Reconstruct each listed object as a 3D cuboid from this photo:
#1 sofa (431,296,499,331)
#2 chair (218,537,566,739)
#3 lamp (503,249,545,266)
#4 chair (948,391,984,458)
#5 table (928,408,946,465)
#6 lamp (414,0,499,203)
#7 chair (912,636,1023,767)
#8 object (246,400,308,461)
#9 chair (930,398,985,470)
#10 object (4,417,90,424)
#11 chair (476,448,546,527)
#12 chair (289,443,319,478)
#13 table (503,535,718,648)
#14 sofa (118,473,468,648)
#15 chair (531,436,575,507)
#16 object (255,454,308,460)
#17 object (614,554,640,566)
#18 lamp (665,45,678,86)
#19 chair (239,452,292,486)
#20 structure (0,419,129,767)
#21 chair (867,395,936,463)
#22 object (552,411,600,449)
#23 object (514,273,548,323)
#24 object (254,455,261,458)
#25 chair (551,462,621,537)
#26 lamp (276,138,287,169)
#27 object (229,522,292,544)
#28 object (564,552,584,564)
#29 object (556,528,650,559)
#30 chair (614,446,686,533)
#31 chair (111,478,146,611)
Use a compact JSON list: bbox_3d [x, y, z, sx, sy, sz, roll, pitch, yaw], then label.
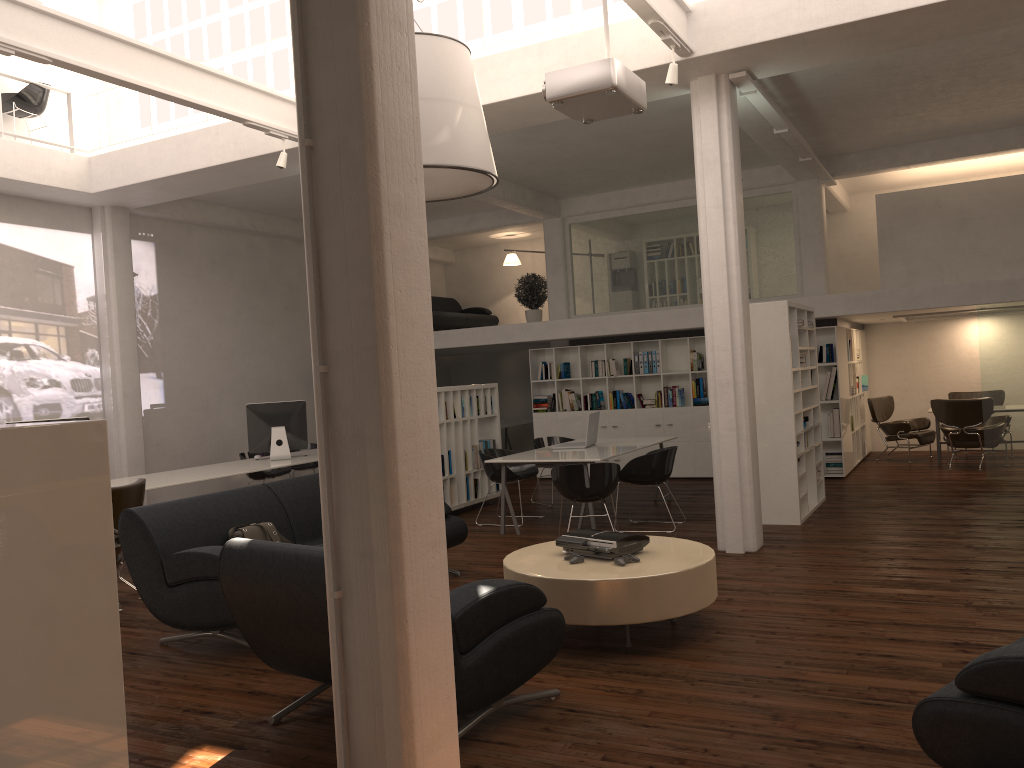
[{"bbox_3d":[-1.674,-1.603,20.892,1.467,1.119,3.087,-3,0,28],"label":"sofa"},{"bbox_3d":[-0.684,1.419,5.301,1.454,1.130,1.481,-3,1,39],"label":"chair"},{"bbox_3d":[0.868,-2.992,20.250,2.635,0.513,0.447,-3,1,37],"label":"lamp"},{"bbox_3d":[8.699,0.730,16.485,0.994,1.183,0.991,-3,0,23],"label":"chair"},{"bbox_3d":[9.234,0.834,15.009,3.900,0.947,1.040,-3,0,28],"label":"table"},{"bbox_3d":[-0.930,-3.806,7.487,1.386,4.284,1.386,-3,1,42],"label":"lamp"},{"bbox_3d":[2.665,1.225,3.593,1.454,1.130,1.481,-4,1,-41],"label":"chair"},{"bbox_3d":[-3.578,0.717,13.547,0.886,0.888,0.347,-4,0,-17],"label":"object"},{"bbox_3d":[7.672,0.804,14.861,0.994,1.183,0.991,-3,1,43],"label":"chair"},{"bbox_3d":[-5.237,0.844,10.049,0.886,0.888,0.347,-4,1,-42],"label":"object"},{"bbox_3d":[-0.053,1.395,12.207,0.757,1.004,0.795,-3,0,28],"label":"chair"},{"bbox_3d":[-3.743,1.594,16.015,0.795,1.004,0.757,-4,0,-17],"label":"chair"},{"bbox_3d":[0.755,1.601,6.845,1.616,0.570,1.616,-3,0,21],"label":"table"},{"bbox_3d":[-1.805,1.473,8.154,1.467,1.119,3.087,-3,0,28],"label":"sofa"},{"bbox_3d":[0.722,1.336,13.780,0.795,1.004,0.757,-4,0,-27],"label":"chair"},{"bbox_3d":[-3.629,1.145,13.953,0.804,0.032,0.217,-4,0,-17],"label":"object"},{"bbox_3d":[0.798,1.264,6.527,0.193,0.099,0.231,-4,1,-39],"label":"object"},{"bbox_3d":[1.488,-2.963,8.273,0.136,0.357,0.117,-3,0,34],"label":"lamp"},{"bbox_3d":[-4.117,1.626,14.748,0.757,1.004,0.795,-3,0,28],"label":"chair"},{"bbox_3d":[-3.984,1.253,2.045,3.131,1.914,4.752,-3,0,28],"label":"structure"},{"bbox_3d":[7.268,0.817,16.577,0.994,1.183,0.991,-4,1,-42],"label":"chair"},{"bbox_3d":[0.917,0.651,12.569,0.557,0.470,0.702,-3,0,18],"label":"object"},{"bbox_3d":[0.441,-1.728,18.221,0.793,1.127,0.770,-3,0,26],"label":"object"},{"bbox_3d":[-4.042,1.157,14.091,0.108,0.052,0.194,-4,0,-16],"label":"object"},{"bbox_3d":[0.855,1.355,9.967,0.795,1.004,0.757,-3,0,3],"label":"chair"},{"bbox_3d":[-2.729,-2.719,10.469,0.136,0.357,0.117,-3,0,21],"label":"lamp"},{"bbox_3d":[-2.187,1.373,7.701,0.331,0.352,0.586,-3,1,43],"label":"object"},{"bbox_3d":[0.467,1.301,6.663,0.119,0.062,0.193,-4,0,-12],"label":"object"},{"bbox_3d":[0.703,1.234,6.894,0.471,0.163,0.558,-4,1,-42],"label":"object"},{"bbox_3d":[1.714,1.294,11.089,0.757,1.004,0.795,-3,0,23],"label":"chair"},{"bbox_3d":[-4.119,1.572,8.627,0.991,1.183,0.994,-3,0,3],"label":"chair"}]
